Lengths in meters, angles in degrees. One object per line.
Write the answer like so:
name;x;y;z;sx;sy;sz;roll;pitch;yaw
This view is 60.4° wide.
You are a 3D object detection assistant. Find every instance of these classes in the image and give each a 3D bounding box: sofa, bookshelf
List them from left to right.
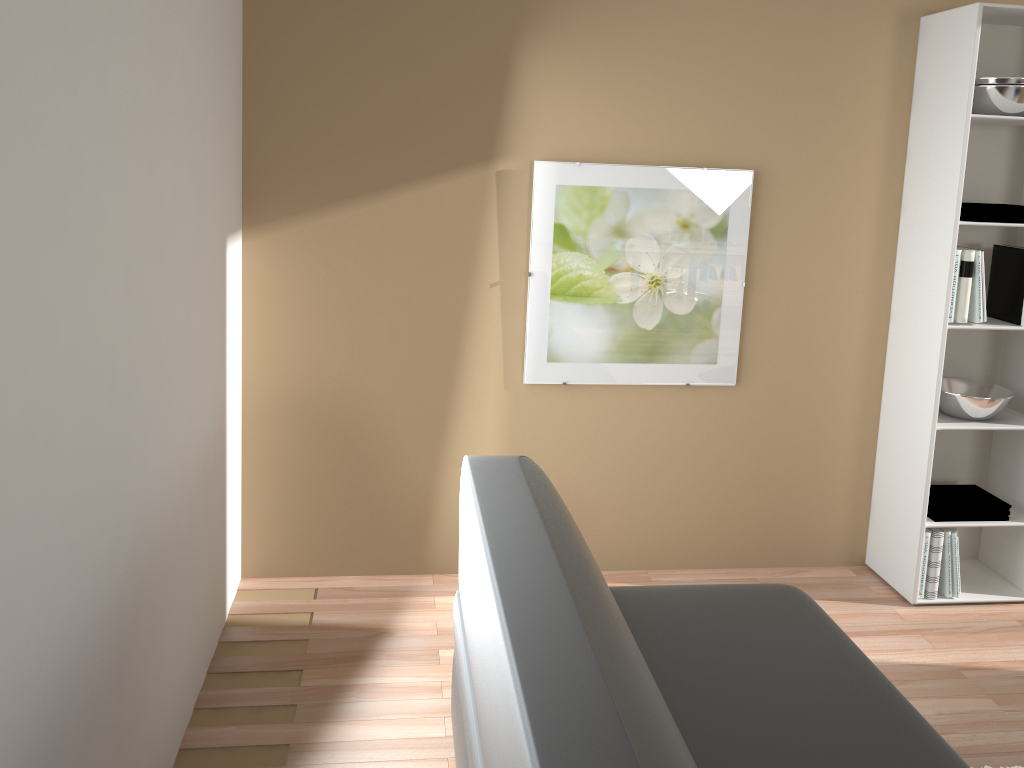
sofa;0.454;0.842;1.300;0.951;0.818;2.311;1;14;-8
bookshelf;2.005;-0.272;3.315;1.038;2.104;0.339;1;8;-8

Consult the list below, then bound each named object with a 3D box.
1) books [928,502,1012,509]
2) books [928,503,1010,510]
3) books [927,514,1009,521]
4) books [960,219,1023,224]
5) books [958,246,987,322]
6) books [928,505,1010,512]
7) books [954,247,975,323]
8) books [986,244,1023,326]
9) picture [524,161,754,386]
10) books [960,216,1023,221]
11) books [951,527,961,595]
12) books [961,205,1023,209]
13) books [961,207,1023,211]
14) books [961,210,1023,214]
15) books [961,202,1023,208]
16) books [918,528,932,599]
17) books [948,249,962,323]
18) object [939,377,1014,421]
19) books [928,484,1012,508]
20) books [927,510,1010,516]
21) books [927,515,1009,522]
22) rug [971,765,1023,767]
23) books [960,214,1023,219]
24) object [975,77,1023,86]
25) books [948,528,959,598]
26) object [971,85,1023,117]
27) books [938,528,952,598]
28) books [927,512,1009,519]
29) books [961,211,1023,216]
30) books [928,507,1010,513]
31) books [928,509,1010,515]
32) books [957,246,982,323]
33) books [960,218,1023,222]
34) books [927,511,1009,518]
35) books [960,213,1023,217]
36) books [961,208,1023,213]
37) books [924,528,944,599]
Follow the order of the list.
books;1.690;0.429;3.342;0.297;0.007;0.215;0;15;-8
books;1.686;0.433;3.347;0.297;0.007;0.215;0;15;-8
books;1.684;0.472;3.349;0.297;0.006;0.215;0;15;-8
books;1.731;-0.596;3.202;0.297;0.007;0.215;0;15;-8
books;1.658;-0.370;3.218;0.058;0.253;0.212;1;11;-8
books;1.686;0.439;3.348;0.297;0.007;0.215;0;15;-8
books;1.588;-0.368;3.195;0.040;0.254;0.212;1;11;-8
books;1.842;-0.366;3.238;0.040;0.271;0.212;1;10;-7
picture;0.466;-0.392;3.234;0.815;0.802;0.019;1;8;-8
books;1.732;-0.607;3.201;0.297;0.006;0.215;0;15;-8
books;1.637;0.636;3.354;0.058;0.253;0.212;1;11;-8
books;1.737;-0.645;3.196;0.297;0.007;0.215;0;15;-8
books;1.733;-0.640;3.200;0.297;0.007;0.215;0;15;-8
books;1.733;-0.629;3.197;0.297;0.006;0.215;1;15;-6
books;1.738;-0.650;3.196;0.297;0.006;0.215;0;15;-8
books;1.499;0.638;3.328;0.040;0.254;0.212;1;11;-7
books;1.541;-0.369;3.194;0.040;0.254;0.212;1;11;-7
object;1.715;0.065;3.315;0.301;0.105;0.303;-10;18;-41
books;1.690;0.424;3.343;0.297;0.006;0.215;0;15;-8
books;1.686;0.456;3.347;0.297;0.006;0.215;0;15;-8
books;1.683;0.477;3.348;0.297;0.007;0.215;0;15;-8
rug;1.797;1.290;1.389;1.448;0.044;2.072;1;15;-8
books;1.730;-0.613;3.201;0.297;0.006;0.215;0;15;-9
object;1.764;-1.035;3.165;0.301;0.105;0.303;-10;18;-41
books;1.622;0.642;3.336;0.058;0.253;0.212;1;11;-7
object;1.763;-1.009;3.169;0.301;0.105;0.303;-10;18;-41
books;1.595;0.638;3.337;0.060;0.255;0.212;1;11;-8
books;1.684;0.467;3.348;0.297;0.006;0.215;0;15;-8
books;1.734;-0.623;3.199;0.297;0.006;0.215;0;15;-8
books;1.685;0.445;3.344;0.297;0.006;0.215;1;15;-6
books;1.686;0.451;3.346;0.297;0.006;0.215;0;15;-8
books;1.636;-0.368;3.204;0.060;0.255;0.212;1;11;-7
books;1.731;-0.602;3.202;0.297;0.006;0.215;0;15;-8
books;1.682;0.461;3.347;0.297;0.006;0.215;0;15;-9
books;1.734;-0.618;3.200;0.297;0.006;0.215;0;15;-8
books;1.733;-0.635;3.201;0.297;0.007;0.215;0;15;-8
books;1.546;0.640;3.328;0.040;0.254;0.212;1;11;-8
